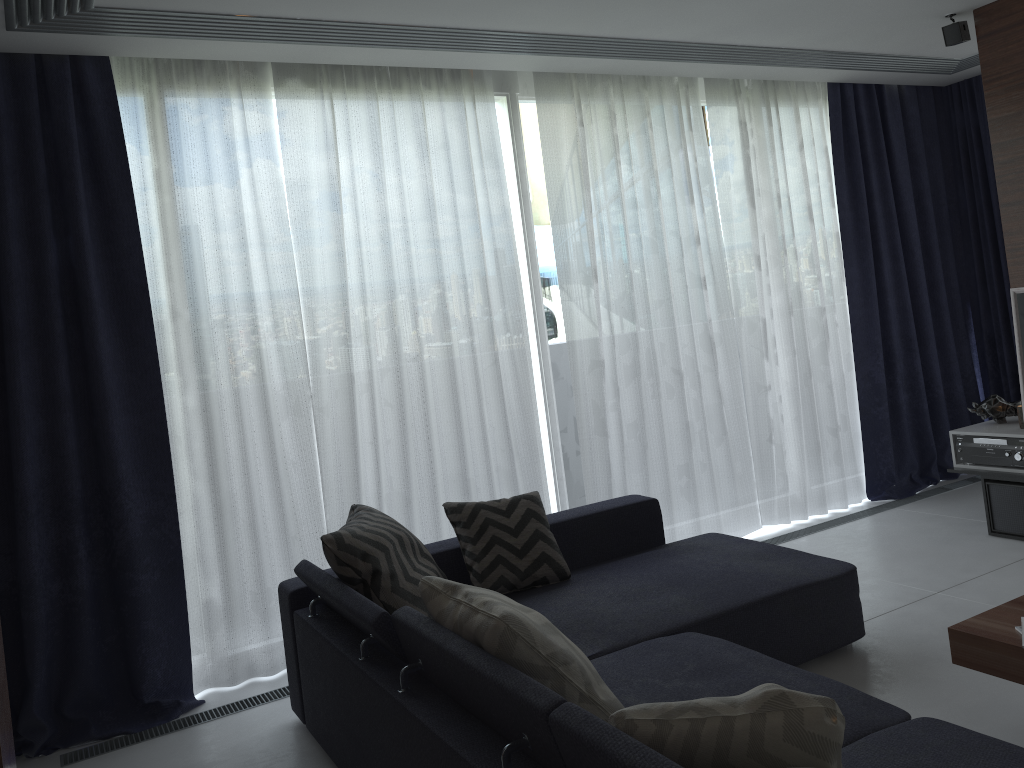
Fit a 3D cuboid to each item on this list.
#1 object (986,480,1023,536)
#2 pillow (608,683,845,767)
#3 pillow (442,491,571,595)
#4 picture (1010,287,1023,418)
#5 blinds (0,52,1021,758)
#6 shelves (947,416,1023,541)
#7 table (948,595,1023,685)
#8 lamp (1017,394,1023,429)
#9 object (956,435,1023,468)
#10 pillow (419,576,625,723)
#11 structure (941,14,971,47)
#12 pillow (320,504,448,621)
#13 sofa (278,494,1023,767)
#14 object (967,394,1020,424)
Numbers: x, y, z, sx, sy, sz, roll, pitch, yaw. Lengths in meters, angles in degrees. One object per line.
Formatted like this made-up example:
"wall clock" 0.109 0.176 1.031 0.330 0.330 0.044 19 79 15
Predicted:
"object" 2.508 0.589 4.324 0.255 0.251 0.212 -8 1 -28
"pillow" 0.406 0.696 1.621 0.417 0.351 0.281 -7 1 15
"pillow" -0.012 0.608 3.406 0.416 0.345 0.285 -8 1 -24
"picture" 2.515 -0.104 3.959 0.053 0.701 0.498 -6 0 -28
"blinds" 1.398 -0.373 2.027 7.166 2.774 5.781 -8 3 -25
"shelves" 3.176 0.438 3.710 0.877 0.499 2.341 -8 4 -28
"table" 1.764 0.782 2.286 0.809 0.352 0.797 -9 3 -28
"lamp" 2.533 0.117 4.340 0.077 0.211 0.154 -7 0 20
"object" 2.521 0.315 4.461 0.370 0.150 0.368 -9 3 -28
"pillow" 0.024 0.675 2.189 0.344 0.388 0.493 -7 2 -28
"structure" 2.157 -1.718 4.293 0.115 0.142 0.084 -8 0 -38
"pillow" -0.415 0.694 3.004 0.355 0.518 0.598 -7 2 2
"sofa" 0.671 0.780 2.414 1.908 0.608 2.863 -9 4 -28
"object" 2.555 0.127 4.616 0.310 0.150 0.138 -6 1 19
